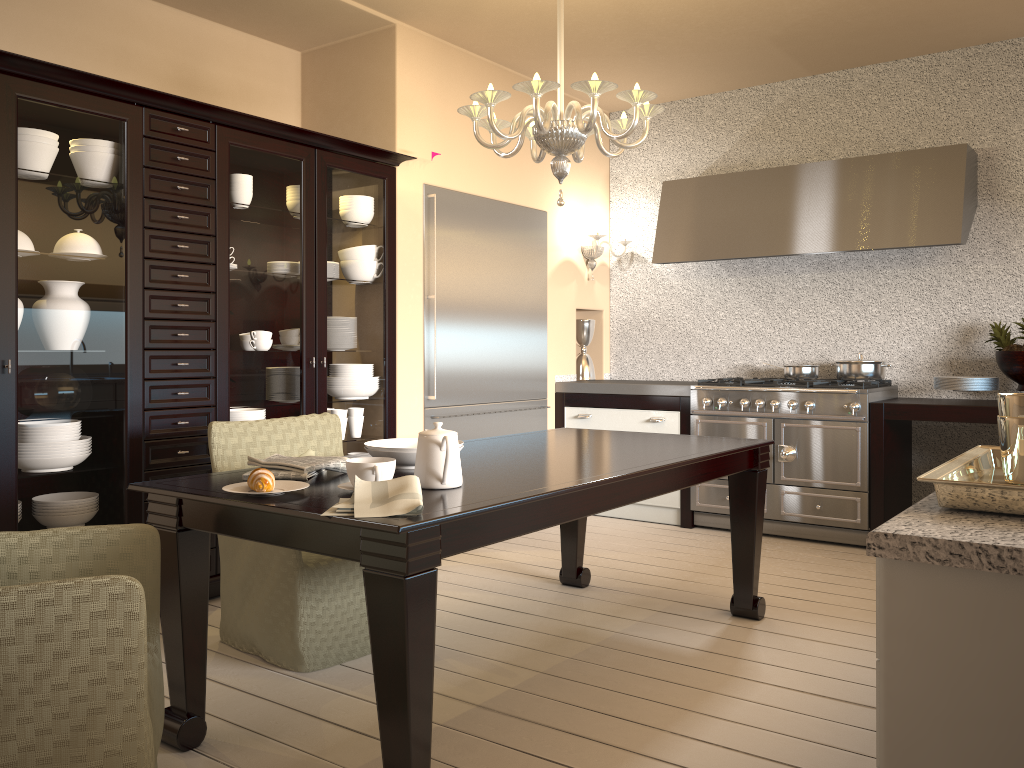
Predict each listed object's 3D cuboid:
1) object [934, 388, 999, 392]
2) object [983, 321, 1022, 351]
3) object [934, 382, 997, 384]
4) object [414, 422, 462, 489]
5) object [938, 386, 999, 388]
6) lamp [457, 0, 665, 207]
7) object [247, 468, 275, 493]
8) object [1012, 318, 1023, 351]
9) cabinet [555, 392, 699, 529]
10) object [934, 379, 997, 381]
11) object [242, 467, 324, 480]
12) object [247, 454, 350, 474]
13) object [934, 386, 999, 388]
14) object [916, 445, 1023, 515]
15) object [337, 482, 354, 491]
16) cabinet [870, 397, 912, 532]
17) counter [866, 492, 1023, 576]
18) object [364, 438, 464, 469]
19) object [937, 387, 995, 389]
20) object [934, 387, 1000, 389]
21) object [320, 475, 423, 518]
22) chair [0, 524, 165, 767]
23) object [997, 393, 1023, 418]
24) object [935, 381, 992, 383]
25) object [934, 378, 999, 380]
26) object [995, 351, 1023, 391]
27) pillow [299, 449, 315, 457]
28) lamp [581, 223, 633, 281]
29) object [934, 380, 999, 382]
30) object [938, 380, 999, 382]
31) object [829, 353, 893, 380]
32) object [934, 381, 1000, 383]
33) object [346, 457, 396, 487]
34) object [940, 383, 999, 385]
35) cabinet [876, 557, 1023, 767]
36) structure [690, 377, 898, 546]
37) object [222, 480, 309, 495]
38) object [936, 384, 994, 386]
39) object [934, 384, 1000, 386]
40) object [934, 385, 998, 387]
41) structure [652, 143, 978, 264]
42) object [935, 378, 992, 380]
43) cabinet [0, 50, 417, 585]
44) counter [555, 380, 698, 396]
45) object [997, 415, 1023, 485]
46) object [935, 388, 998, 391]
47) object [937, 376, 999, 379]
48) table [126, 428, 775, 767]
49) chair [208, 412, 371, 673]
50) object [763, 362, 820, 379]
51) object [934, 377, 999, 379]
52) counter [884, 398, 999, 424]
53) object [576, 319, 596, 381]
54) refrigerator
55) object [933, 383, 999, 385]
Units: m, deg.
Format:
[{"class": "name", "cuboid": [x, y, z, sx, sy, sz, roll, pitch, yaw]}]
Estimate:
[{"class": "object", "cuboid": [2.161, 0.029, 4.218, 0.278, 0.011, 0.278, 1, 2, 23]}, {"class": "object", "cuboid": [2.414, -0.174, 4.312, 0.138, 0.284, 0.278, 0, 1, -8]}, {"class": "object", "cuboid": [2.162, -0.002, 4.219, 0.278, 0.011, 0.278, 1, 2, 23]}, {"class": "object", "cuboid": [-0.183, 0.169, 2.146, 0.198, 0.156, 0.118, 1, 1, 42]}, {"class": "object", "cuboid": [2.161, 0.015, 4.218, 0.278, 0.011, 0.278, 1, 2, 23]}, {"class": "lamp", "cuboid": [0.165, -1.161, 2.988, 0.701, 1.127, 0.675, 0, 1, -36]}, {"class": "object", "cuboid": [-0.578, 0.220, 2.041, 0.062, 0.051, 0.138, -1, 2, -35]}, {"class": "object", "cuboid": [2.436, -0.201, 4.148, 0.160, 0.278, 0.269, 0, 1, 18]}, {"class": "cabinet", "cuboid": [0.792, 0.415, 5.363, 0.896, 0.724, 0.637, 1, 1, 36]}, {"class": "object", "cuboid": [2.161, -0.016, 4.218, 0.278, 0.011, 0.278, 1, 2, 23]}, {"class": "object", "cuboid": [-0.598, 0.232, 2.353, 0.164, 0.026, 0.232, 0, 2, 1]}, {"class": "object", "cuboid": [-0.568, 0.217, 2.372, 0.233, 0.051, 0.164, 1, 2, 36]}, {"class": "object", "cuboid": [2.161, 0.018, 4.218, 0.278, 0.011, 0.278, 1, 2, 23]}, {"class": "object", "cuboid": [0.715, 0.123, 1.136, 0.274, 0.034, 0.446, 1, 3, 36]}, {"class": "object", "cuboid": [-0.330, 0.243, 2.075, 0.154, 0.012, 0.154, 0, 2, -3]}, {"class": "cabinet", "cuboid": [2.280, 0.453, 4.292, 0.896, 0.724, 0.600, 1, 1, 36]}, {"class": "counter", "cuboid": [1.882, 0.087, 2.438, 0.652, 0.068, 4.240, 1, 3, 36]}, {"class": "object", "cuboid": [-0.279, 0.200, 2.525, 0.281, 0.066, 0.282, 1, 2, 30]}, {"class": "object", "cuboid": [2.162, 0.021, 4.218, 0.278, 0.011, 0.278, 1, 2, 23]}, {"class": "object", "cuboid": [2.161, 0.023, 4.218, 0.278, 0.011, 0.278, 1, 2, 23]}, {"class": "object", "cuboid": [-0.279, 0.227, 1.829, 0.204, 0.063, 0.197, 0, 2, -1]}, {"class": "chair", "cuboid": [-0.956, 0.565, 1.742, 0.561, 0.801, 0.563, 0, 1, -18]}, {"class": "object", "cuboid": [0.692, 0.059, 1.198, 0.063, 0.090, 0.063, 0, 1, 9]}, {"class": "object", "cuboid": [2.161, -0.008, 4.218, 0.278, 0.011, 0.278, 1, 2, 23]}, {"class": "object", "cuboid": [2.161, -0.019, 4.218, 0.278, 0.011, 0.278, 1, 2, 23]}, {"class": "object", "cuboid": [2.473, -0.061, 4.166, 0.351, 0.188, 0.351, 1, 2, 19]}, {"class": "pillow", "cuboid": [-0.734, 0.386, 3.070, 0.192, 0.295, 0.440, 0, 1, 36]}, {"class": "lamp", "cuboid": [0.563, -0.829, 5.638, 0.269, 0.341, 0.479, 0, 1, 34]}, {"class": "object", "cuboid": [2.161, -0.011, 4.218, 0.278, 0.011, 0.278, 1, 2, 23]}, {"class": "object", "cuboid": [2.161, -0.013, 4.218, 0.278, 0.011, 0.278, 1, 2, 23]}, {"class": "object", "cuboid": [1.866, -0.095, 4.745, 0.265, 0.146, 0.266, 0, 2, -6]}, {"class": "object", "cuboid": [2.161, -0.005, 4.218, 0.278, 0.011, 0.278, 1, 2, 23]}, {"class": "object", "cuboid": [-0.327, 0.213, 2.074, 0.125, 0.069, 0.116, 1, 2, 30]}, {"class": "object", "cuboid": [2.161, 0.001, 4.218, 0.278, 0.011, 0.278, 1, 2, 23]}, {"class": "cabinet", "cuboid": [1.931, 0.499, 2.406, 0.846, 0.771, 4.223, 1, 2, 36]}, {"class": "structure", "cuboid": [1.510, 0.380, 4.791, 0.929, 0.805, 0.705, 1, 1, 36]}, {"class": "object", "cuboid": [-0.567, 0.243, 2.047, 0.194, 0.014, 0.194, 0, 2, 12]}, {"class": "object", "cuboid": [2.161, 0.006, 4.218, 0.278, 0.011, 0.278, 1, 2, 23]}, {"class": "object", "cuboid": [2.161, 0.010, 4.218, 0.278, 0.011, 0.278, 1, 2, 23]}, {"class": "object", "cuboid": [2.161, 0.012, 4.219, 0.278, 0.011, 0.278, 1, 2, 23]}, {"class": "structure", "cuboid": [1.634, -0.958, 4.946, 1.662, 0.510, 0.480, 1, 2, 36]}, {"class": "object", "cuboid": [2.161, -0.021, 4.219, 0.278, 0.011, 0.278, 1, 2, 23]}, {"class": "cabinet", "cuboid": [-1.545, -0.148, 3.559, 0.888, 1.840, 2.490, 0, 1, 36]}, {"class": "counter", "cuboid": [0.800, 0.020, 5.374, 0.896, 0.062, 0.600, 1, 3, 36]}, {"class": "object", "cuboid": [0.692, 0.089, 1.198, 0.063, 0.090, 0.063, 0, 1, 9]}, {"class": "object", "cuboid": [2.161, 0.026, 4.218, 0.278, 0.011, 0.278, 1, 2, 23]}, {"class": "object", "cuboid": [2.161, -0.027, 4.218, 0.278, 0.011, 0.278, 1, 2, 23]}, {"class": "table", "cuboid": [0.007, 0.552, 2.717, 0.918, 0.653, 1.992, 1, 2, 36]}, {"class": "chair", "cuboid": [-0.662, 0.519, 2.990, 0.561, 0.801, 0.563, 1, 1, 42]}, {"class": "object", "cuboid": [1.590, -0.076, 5.008, 0.198, 0.090, 0.370, 0, 2, -12]}, {"class": "object", "cuboid": [2.161, -0.024, 4.218, 0.278, 0.011, 0.278, 1, 2, 23]}, {"class": "counter", "cuboid": [2.280, 0.130, 4.293, 0.765, 0.079, 0.600, 1, 3, 36]}, {"class": "object", "cuboid": [0.466, -0.222, 5.774, 0.155, 0.394, 0.155, 0, 0, 25]}, {"class": "refrigerator", "cuboid": [-0.366, -0.157, 5.064, 0.741, 1.734, 1.103, 0, 1, 36]}, {"class": "object", "cuboid": [2.161, 0.004, 4.219, 0.278, 0.011, 0.278, 1, 2, 23]}]
